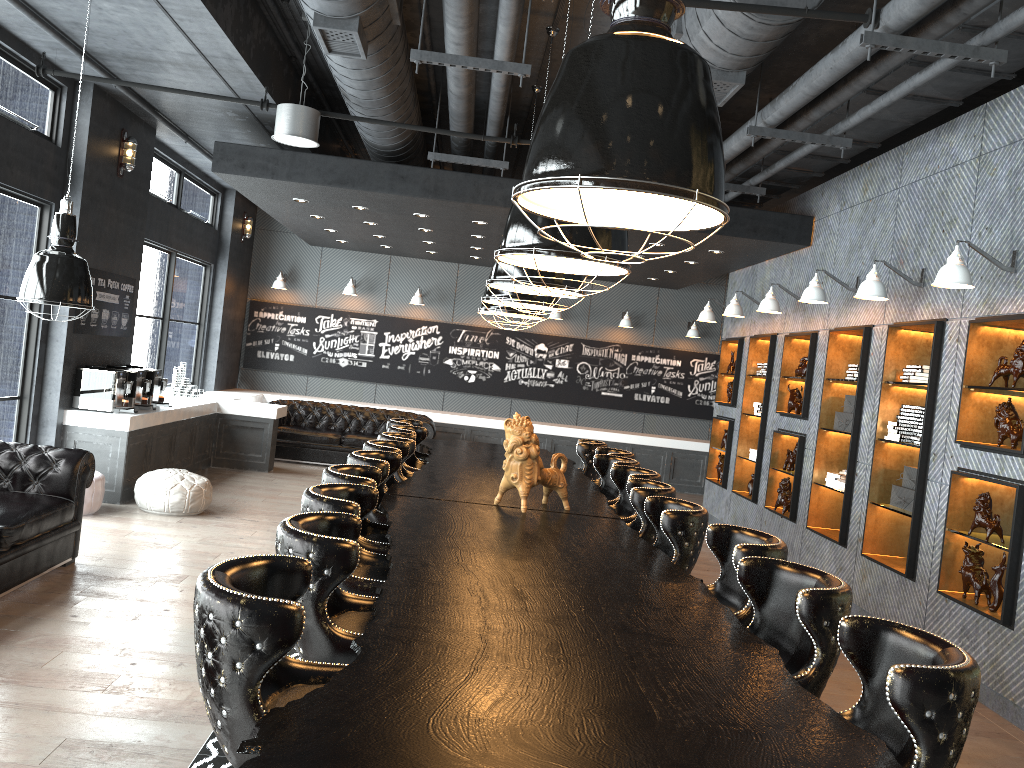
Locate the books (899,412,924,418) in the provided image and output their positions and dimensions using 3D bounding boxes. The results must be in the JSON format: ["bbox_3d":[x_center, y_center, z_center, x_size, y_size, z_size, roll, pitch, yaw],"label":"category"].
[{"bbox_3d":[3.057,0.238,6.609,0.193,0.028,0.246,6,1,-33],"label":"books"}]

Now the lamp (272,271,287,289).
[{"bbox_3d":[-3.665,-1.665,14.227,0.244,0.287,0.489,7,1,13],"label":"lamp"}]

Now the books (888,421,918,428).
[{"bbox_3d":[3.006,0.314,6.719,0.245,0.028,0.193,7,1,4],"label":"books"}]

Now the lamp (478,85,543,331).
[{"bbox_3d":[0.102,-1.657,8.364,0.622,2.302,0.621,7,1,42],"label":"lamp"}]

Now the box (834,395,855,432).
[{"bbox_3d":[2.984,0.261,7.684,0.298,0.315,0.419,6,1,-3],"label":"box"}]

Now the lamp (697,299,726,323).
[{"bbox_3d":[2.534,-0.901,10.902,0.490,0.287,0.243,7,1,13],"label":"lamp"}]

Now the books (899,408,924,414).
[{"bbox_3d":[3.046,0.208,6.595,0.193,0.028,0.246,5,2,-42],"label":"books"}]

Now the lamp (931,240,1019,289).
[{"bbox_3d":[2.832,-0.727,5.398,0.490,0.287,0.243,7,1,13],"label":"lamp"}]

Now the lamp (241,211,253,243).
[{"bbox_3d":[-4.088,-2.421,13.729,0.139,0.480,0.145,6,1,-3],"label":"lamp"}]

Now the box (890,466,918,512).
[{"bbox_3d":[3.001,0.783,6.574,0.323,0.315,0.419,6,1,-3],"label":"box"}]

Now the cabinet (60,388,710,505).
[{"bbox_3d":[-0.202,1.033,11.590,8.419,0.827,6.313,6,1,-3],"label":"cabinet"}]

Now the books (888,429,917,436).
[{"bbox_3d":[3.010,0.371,6.730,0.245,0.028,0.193,7,1,3],"label":"books"}]

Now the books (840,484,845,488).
[{"bbox_3d":[2.883,0.877,7.497,0.158,0.021,0.224,7,1,6],"label":"books"}]

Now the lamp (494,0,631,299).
[{"bbox_3d":[0.341,-1.541,3.991,0.622,2.302,0.621,7,1,42],"label":"lamp"}]

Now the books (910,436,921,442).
[{"bbox_3d":[3.024,0.407,6.425,0.193,0.028,0.245,7,1,8],"label":"books"}]

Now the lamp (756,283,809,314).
[{"bbox_3d":[2.655,-0.835,8.669,0.490,0.287,0.243,7,1,13],"label":"lamp"}]

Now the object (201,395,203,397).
[{"bbox_3d":[-3.924,0.128,11.176,0.074,0.073,0.074,7,1,28],"label":"object"}]

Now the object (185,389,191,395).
[{"bbox_3d":[-3.992,0.099,10.926,0.074,0.073,0.074,7,1,16],"label":"object"}]

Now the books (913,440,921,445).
[{"bbox_3d":[3.051,0.439,6.407,0.193,0.028,0.245,7,1,1],"label":"books"}]

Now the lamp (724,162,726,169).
[{"bbox_3d":[1.628,-2.094,7.347,0.380,1.045,0.381,7,1,23],"label":"lamp"}]

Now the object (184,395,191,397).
[{"bbox_3d":[-3.995,0.125,10.927,0.074,0.073,0.074,7,1,16],"label":"object"}]

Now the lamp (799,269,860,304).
[{"bbox_3d":[2.718,-0.830,7.573,0.490,0.287,0.243,7,1,13],"label":"lamp"}]

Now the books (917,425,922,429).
[{"bbox_3d":[3.084,0.330,6.395,0.193,0.028,0.245,6,1,-8],"label":"books"}]

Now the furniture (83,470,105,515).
[{"bbox_3d":[-3.893,0.931,7.737,0.614,0.420,0.610,6,1,-9],"label":"furniture"}]

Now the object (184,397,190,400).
[{"bbox_3d":[-3.999,0.160,10.927,0.074,0.073,0.074,7,1,16],"label":"object"}]

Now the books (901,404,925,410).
[{"bbox_3d":[3.063,0.182,6.590,0.193,0.028,0.245,6,1,-28],"label":"books"}]

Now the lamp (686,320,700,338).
[{"bbox_3d":[3.000,-0.908,14.605,0.244,0.287,0.489,7,1,13],"label":"lamp"}]

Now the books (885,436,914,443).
[{"bbox_3d":[2.986,0.425,6.719,0.245,0.028,0.193,6,1,-10],"label":"books"}]

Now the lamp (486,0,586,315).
[{"bbox_3d":[0.262,-1.580,5.448,0.622,2.302,0.621,7,1,42],"label":"lamp"}]

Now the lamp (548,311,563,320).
[{"bbox_3d":[0.748,-1.199,14.476,0.244,0.287,0.489,7,1,13],"label":"lamp"}]

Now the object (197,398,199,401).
[{"bbox_3d":[-3.920,0.167,11.014,0.074,0.073,0.074,7,1,16],"label":"object"}]

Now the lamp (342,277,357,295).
[{"bbox_3d":[-2.551,-1.574,14.290,0.244,0.287,0.489,7,1,13],"label":"lamp"}]

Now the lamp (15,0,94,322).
[{"bbox_3d":[-2.416,-1.423,4.905,0.391,2.161,0.390,7,1,42],"label":"lamp"}]

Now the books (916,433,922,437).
[{"bbox_3d":[3.087,0.386,6.416,0.193,0.028,0.245,6,1,-7],"label":"books"}]

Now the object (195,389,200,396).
[{"bbox_3d":[-3.913,0.106,11.013,0.074,0.073,0.074,7,1,16],"label":"object"}]

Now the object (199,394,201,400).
[{"bbox_3d":[-3.924,0.165,11.094,0.074,0.073,0.074,7,1,16],"label":"object"}]

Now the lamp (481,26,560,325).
[{"bbox_3d":[0.182,-1.618,6.906,0.622,2.302,0.621,7,1,42],"label":"lamp"}]

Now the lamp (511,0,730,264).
[{"bbox_3d":[0.421,-1.502,2.533,0.622,2.302,0.621,7,1,42],"label":"lamp"}]

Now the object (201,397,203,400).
[{"bbox_3d":[-3.928,0.163,11.176,0.074,0.073,0.074,7,1,28],"label":"object"}]

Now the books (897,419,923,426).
[{"bbox_3d":[3.028,0.292,6.585,0.193,0.028,0.246,6,1,-34],"label":"books"}]

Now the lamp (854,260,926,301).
[{"bbox_3d":[2.773,-0.758,6.485,0.490,0.287,0.243,7,1,13],"label":"lamp"}]

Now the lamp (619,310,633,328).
[{"bbox_3d":[1.892,-1.070,14.541,0.244,0.287,0.489,7,1,13],"label":"lamp"}]

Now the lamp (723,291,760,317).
[{"bbox_3d":[2.594,-0.883,9.820,0.490,0.287,0.243,7,1,13],"label":"lamp"}]

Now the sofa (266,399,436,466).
[{"bbox_3d":[-2.403,0.747,12.942,2.565,0.838,1.240,6,1,-4],"label":"sofa"}]

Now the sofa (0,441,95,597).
[{"bbox_3d":[-3.475,0.786,5.001,1.239,0.838,2.566,6,1,-4],"label":"sofa"}]

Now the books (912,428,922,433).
[{"bbox_3d":[3.069,0.356,6.433,0.193,0.028,0.245,6,1,-13],"label":"books"}]

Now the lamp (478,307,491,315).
[{"bbox_3d":[-0.393,-1.273,14.413,0.244,0.287,0.489,7,1,13],"label":"lamp"}]

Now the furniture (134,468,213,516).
[{"bbox_3d":[-3.152,0.994,8.269,0.679,0.383,0.679,6,1,-3],"label":"furniture"}]

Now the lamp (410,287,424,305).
[{"bbox_3d":[-1.483,-1.424,14.350,0.244,0.287,0.489,7,1,13],"label":"lamp"}]

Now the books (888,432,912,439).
[{"bbox_3d":[2.992,0.398,6.679,0.245,0.028,0.193,6,1,-4],"label":"books"}]

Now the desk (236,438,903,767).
[{"bbox_3d":[-0.044,1.141,4.900,1.433,0.927,7.596,6,1,-3],"label":"desk"}]

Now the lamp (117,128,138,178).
[{"bbox_3d":[-3.821,-2.291,8.846,0.139,0.480,0.145,6,1,-3],"label":"lamp"}]

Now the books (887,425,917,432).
[{"bbox_3d":[2.983,0.340,6.698,0.245,0.028,0.193,7,1,10],"label":"books"}]

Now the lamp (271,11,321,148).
[{"bbox_3d":[-1.690,-2.470,7.159,0.381,1.045,0.380,6,1,-35],"label":"lamp"}]

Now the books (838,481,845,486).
[{"bbox_3d":[2.886,0.855,7.498,0.202,0.022,0.228,7,1,0],"label":"books"}]

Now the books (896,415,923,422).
[{"bbox_3d":[3.022,0.263,6.586,0.193,0.028,0.245,6,1,-31],"label":"books"}]

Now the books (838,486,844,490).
[{"bbox_3d":[2.875,0.896,7.489,0.167,0.023,0.228,6,1,-3],"label":"books"}]

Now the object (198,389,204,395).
[{"bbox_3d":[-3.921,0.102,11.176,0.074,0.073,0.074,7,1,28],"label":"object"}]
